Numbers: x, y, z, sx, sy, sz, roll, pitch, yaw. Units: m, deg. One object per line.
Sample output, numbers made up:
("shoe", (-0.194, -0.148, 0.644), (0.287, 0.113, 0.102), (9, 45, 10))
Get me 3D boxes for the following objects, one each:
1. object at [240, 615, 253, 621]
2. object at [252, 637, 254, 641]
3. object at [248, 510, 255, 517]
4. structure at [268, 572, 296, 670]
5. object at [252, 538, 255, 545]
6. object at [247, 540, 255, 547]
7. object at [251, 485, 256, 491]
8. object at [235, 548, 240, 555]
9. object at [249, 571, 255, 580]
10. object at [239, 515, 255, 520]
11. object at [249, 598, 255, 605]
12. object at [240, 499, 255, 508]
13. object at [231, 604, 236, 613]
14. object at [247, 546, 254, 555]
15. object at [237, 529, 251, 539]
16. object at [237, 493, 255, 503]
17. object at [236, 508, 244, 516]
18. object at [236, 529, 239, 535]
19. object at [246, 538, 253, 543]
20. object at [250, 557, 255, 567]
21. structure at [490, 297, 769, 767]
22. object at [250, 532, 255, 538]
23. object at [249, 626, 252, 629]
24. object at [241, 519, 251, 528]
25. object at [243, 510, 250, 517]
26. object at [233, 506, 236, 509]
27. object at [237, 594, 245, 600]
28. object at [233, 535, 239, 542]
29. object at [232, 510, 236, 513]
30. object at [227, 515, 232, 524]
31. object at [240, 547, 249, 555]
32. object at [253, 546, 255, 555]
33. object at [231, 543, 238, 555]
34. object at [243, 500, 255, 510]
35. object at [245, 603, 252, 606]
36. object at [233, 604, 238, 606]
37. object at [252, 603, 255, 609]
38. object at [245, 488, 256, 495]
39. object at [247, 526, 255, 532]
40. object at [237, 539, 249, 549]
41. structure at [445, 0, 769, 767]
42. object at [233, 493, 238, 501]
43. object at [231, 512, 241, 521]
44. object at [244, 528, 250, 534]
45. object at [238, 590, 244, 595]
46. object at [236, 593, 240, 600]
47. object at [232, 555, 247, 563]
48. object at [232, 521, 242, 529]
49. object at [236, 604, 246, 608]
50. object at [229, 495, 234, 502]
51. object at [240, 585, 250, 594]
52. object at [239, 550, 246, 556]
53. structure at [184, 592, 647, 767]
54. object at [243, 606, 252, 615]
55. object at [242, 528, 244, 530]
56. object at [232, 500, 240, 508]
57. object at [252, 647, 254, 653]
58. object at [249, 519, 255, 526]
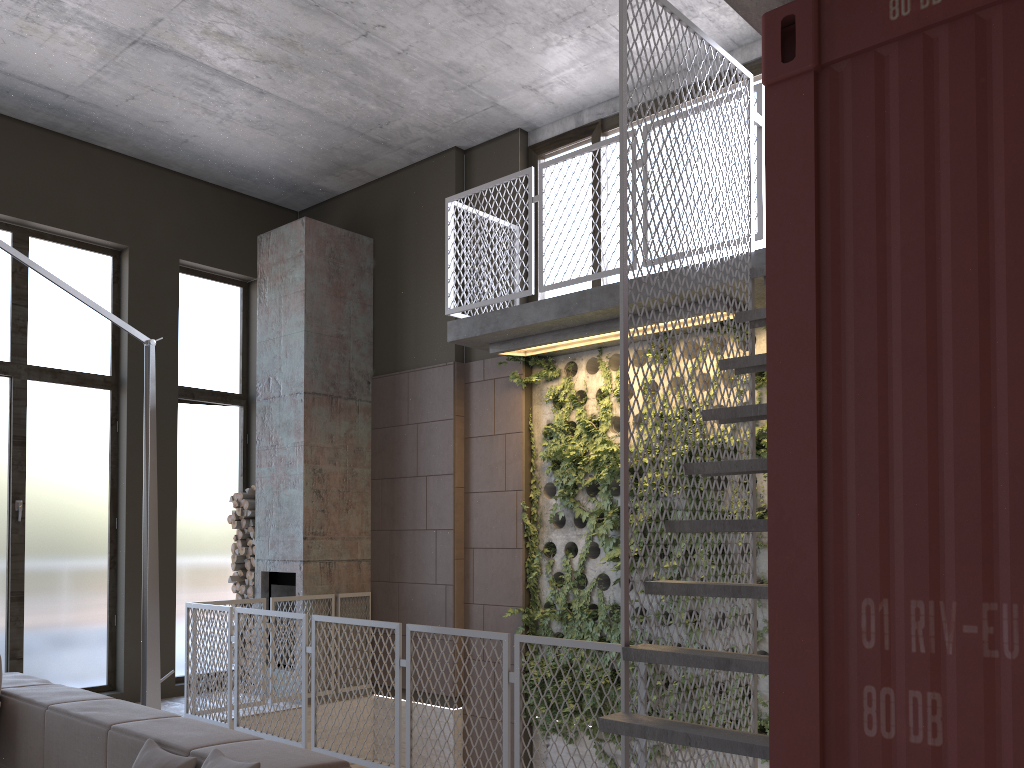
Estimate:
("object", (-2.535, 2.353, 8.921), (0.094, 0.083, 0.483), (-5, -11, 40))
("object", (-2.424, 2.550, 8.824), (0.072, 0.072, 0.426), (-5, -11, 40))
("object", (-2.461, 1.305, 8.840), (0.066, 0.067, 0.426), (-5, -11, 40))
("structure", (-2.150, 2.265, 8.424), (0.578, 0.919, 0.056), (-3, -3, 42))
("object", (-2.424, 1.587, 8.849), (0.072, 0.072, 0.426), (-5, -11, 40))
("object", (-2.470, 1.623, 8.913), (0.115, 0.078, 0.438), (-6, -11, 40))
("object", (-2.482, 1.064, 8.914), (0.088, 0.055, 0.335), (-6, -12, 40))
("object", (-2.651, 1.726, 9.043), (0.068, 0.066, 0.426), (-5, -11, 40))
("object", (-2.412, 1.924, 8.822), (0.094, 0.083, 0.483), (-5, -11, 40))
("object", (-2.561, 1.364, 8.944), (0.115, 0.078, 0.438), (-6, -11, 40))
("object", (-2.452, 2.188, 8.848), (0.067, 0.084, 0.428), (-4, -10, 39))
("object", (-2.571, 1.216, 8.896), (0.104, 0.083, 0.366), (-6, -11, 40))
("object", (-2.710, 2.308, 9.032), (0.089, 0.107, 0.368), (-4, -10, 40))
("object", (-2.460, 1.692, 8.896), (0.091, 0.088, 0.459), (-5, -11, 40))
("object", (-2.647, 1.534, 8.952), (0.099, 0.106, 0.296), (-5, -10, 42))
("object", (-2.634, 1.159, 8.908), (0.104, 0.102, 0.294), (-5, -10, 40))
("object", (-2.576, 1.311, 8.944), (0.094, 0.082, 0.483), (-5, -11, 40))
("object", (-2.688, 1.541, 9.048), (0.101, 0.102, 0.295), (-5, -10, 42))
("object", (-2.539, 1.624, 8.989), (0.102, 0.086, 0.365), (-5, -11, 40))
("object", (-2.445, 1.789, 8.809), (0.089, 0.107, 0.368), (-4, -10, 40))
("structure", (0.922, 1.184, 6.680), (2.639, 3.788, 1.009), (-4, -4, 41))
("object", (-2.452, 1.535, 8.865), (0.067, 0.084, 0.428), (-4, -10, 39))
("object", (-2.444, 2.417, 8.864), (0.091, 0.088, 0.459), (-5, -11, 40))
("object", (-2.537, 1.423, 8.924), (0.091, 0.088, 0.459), (-5, -10, 39))
("object", (-2.521, 1.315, 8.893), (0.068, 0.066, 0.426), (-5, -11, 40))
("object", (-2.690, 1.265, 9.065), (0.123, 0.068, 0.366), (-7, -12, 42))
("object", (-2.647, 2.187, 8.935), (0.099, 0.106, 0.296), (-5, -10, 42))
("object", (-2.730, 1.576, 8.972), (0.045, 0.072, 0.253), (-3, -9, 40))
("object", (-2.688, 1.334, 9.046), (0.066, 0.085, 0.429), (-4, -10, 39))
("object", (-2.718, 1.402, 9.048), (0.092, 0.091, 0.441), (-5, -10, 40))
("object", (-2.535, 1.700, 8.938), (0.094, 0.083, 0.483), (-5, -11, 40))
("object", (-2.397, 1.673, 8.836), (0.092, 0.091, 0.441), (-5, -10, 40))
("object", (-2.724, 1.701, 9.059), (0.064, 0.124, 0.367), (-3, -9, 40))
("object", (-2.496, 1.230, 8.864), (0.094, 0.092, 0.441), (-5, -10, 40))
("object", (-2.539, 2.277, 8.972), (0.102, 0.086, 0.365), (-5, -11, 40))
("object", (-2.730, 2.229, 8.955), (0.045, 0.072, 0.253), (-3, -9, 40))
("object", (-2.410, 2.213, 8.811), (0.067, 0.084, 0.428), (-4, -10, 39))
("object", (-2.545, 1.105, 8.935), (0.065, 0.072, 0.362), (-4, -10, 39))
("object", (-2.486, 1.472, 8.881), (0.122, 0.067, 0.366), (-7, -12, 42))
("object", (-2.614, 1.645, 9.020), (0.093, 0.092, 0.441), (-5, -10, 40))
("structure", (0.623, 0.401, 5.466), (3.702, 4.276, 3.054), (-5, -6, 41))
("object", (-2.647, 1.175, 9.032), (0.091, 0.089, 0.459), (-5, -10, 39))
("object", (-2.655, 1.366, 8.988), (0.091, 0.088, 0.459), (-5, -11, 40))
("object", (-2.560, 1.497, 8.951), (0.065, 0.073, 0.362), (-4, -10, 39))
("object", (-2.622, 2.115, 8.957), (0.089, 0.056, 0.335), (-6, -12, 40))
("object", (-2.688, 2.194, 9.032), (0.101, 0.102, 0.295), (-5, -10, 42))
("object", (-2.625, 1.782, 8.958), (0.094, 0.083, 0.483), (-5, -11, 40))
("object", (-2.627, 1.441, 8.969), (0.094, 0.083, 0.483), (-5, -11, 40))
("object", (-2.614, 2.298, 9.004), (0.093, 0.092, 0.441), (-5, -10, 40))
("object", (-2.713, 1.193, 9.051), (0.068, 0.068, 0.426), (-5, -11, 40))
("object", (-2.537, 2.076, 8.908), (0.091, 0.088, 0.459), (-5, -10, 39))
("object", (-2.559, 1.705, 8.934), (0.115, 0.078, 0.438), (-6, -11, 40))
("structure", (-0.380, 2.125, 6.423), (4.456, 0.924, 1.941), (-8, -12, 41))
("object", (-2.499, 2.278, 8.865), (0.091, 0.088, 0.458), (-5, -11, 42))
("object", (-2.622, 1.462, 8.973), (0.089, 0.056, 0.335), (-6, -12, 40))
("object", (-2.640, 1.237, 8.971), (0.113, 0.079, 0.438), (-6, -11, 40))
("object", (-2.398, 2.642, 8.811), (0.092, 0.091, 0.441), (-5, -10, 40))
("object", (-2.465, 1.409, 8.901), (0.067, 0.070, 0.426), (-5, -10, 40))
